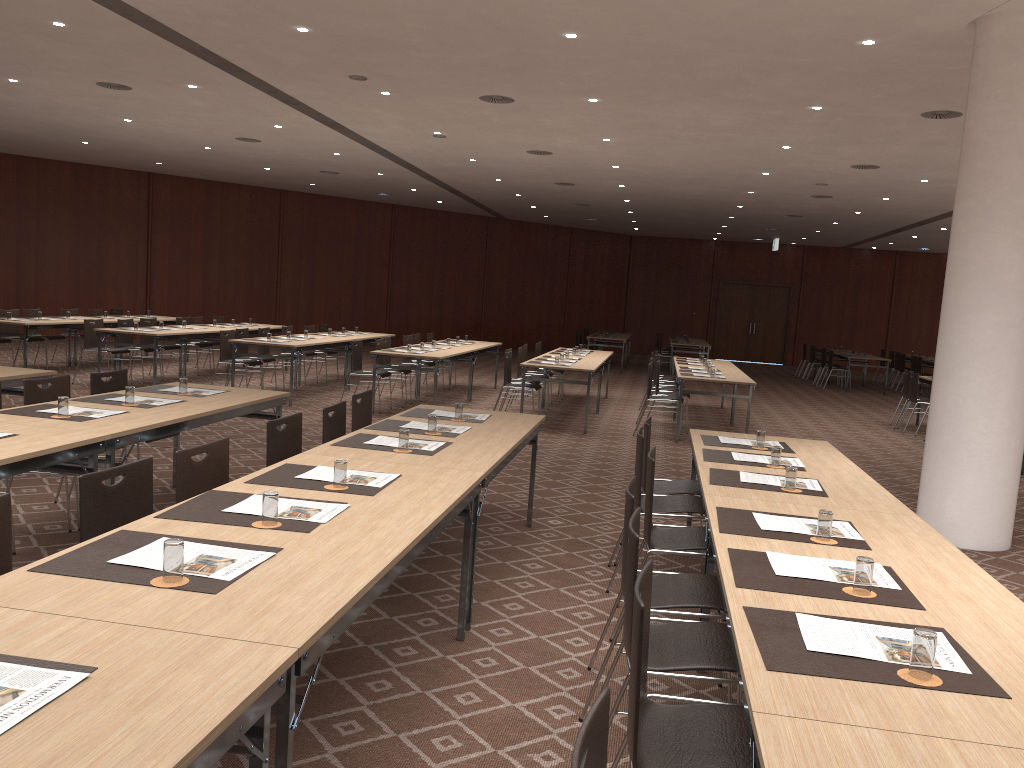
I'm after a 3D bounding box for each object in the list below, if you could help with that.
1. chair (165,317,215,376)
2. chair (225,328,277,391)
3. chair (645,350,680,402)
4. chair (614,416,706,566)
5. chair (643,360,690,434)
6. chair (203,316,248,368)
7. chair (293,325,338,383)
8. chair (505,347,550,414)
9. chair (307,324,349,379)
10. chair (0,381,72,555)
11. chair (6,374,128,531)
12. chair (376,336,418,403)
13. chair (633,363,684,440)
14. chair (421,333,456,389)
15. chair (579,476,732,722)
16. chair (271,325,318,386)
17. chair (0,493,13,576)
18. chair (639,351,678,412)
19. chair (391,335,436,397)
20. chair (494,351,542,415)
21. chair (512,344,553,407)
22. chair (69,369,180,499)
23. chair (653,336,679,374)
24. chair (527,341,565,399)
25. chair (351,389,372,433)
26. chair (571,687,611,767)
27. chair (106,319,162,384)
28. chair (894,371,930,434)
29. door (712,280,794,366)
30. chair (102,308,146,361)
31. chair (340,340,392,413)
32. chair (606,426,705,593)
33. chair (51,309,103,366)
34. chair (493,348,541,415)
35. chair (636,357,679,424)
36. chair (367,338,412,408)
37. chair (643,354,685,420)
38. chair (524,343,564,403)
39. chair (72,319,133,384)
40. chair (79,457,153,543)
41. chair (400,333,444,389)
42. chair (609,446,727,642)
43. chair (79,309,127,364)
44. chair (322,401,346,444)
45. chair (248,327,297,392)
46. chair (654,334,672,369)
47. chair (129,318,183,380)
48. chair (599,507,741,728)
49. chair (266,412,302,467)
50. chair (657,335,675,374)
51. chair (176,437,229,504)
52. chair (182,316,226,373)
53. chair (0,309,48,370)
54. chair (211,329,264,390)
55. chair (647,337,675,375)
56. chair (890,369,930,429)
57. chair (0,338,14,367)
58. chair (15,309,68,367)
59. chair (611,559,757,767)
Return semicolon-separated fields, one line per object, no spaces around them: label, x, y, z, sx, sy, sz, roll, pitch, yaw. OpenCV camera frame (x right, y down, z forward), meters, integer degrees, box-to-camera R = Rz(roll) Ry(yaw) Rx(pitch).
chair;-5.447;-0.649;15.057;0.613;0.940;0.535;5;6;10
chair;-3.857;-0.345;13.130;0.613;0.940;0.535;5;6;7
chair;2.599;-0.091;15.088;0.613;0.940;0.535;5;6;7
chair;1.043;0.719;5.908;0.613;0.940;0.535;5;6;11
chair;2.162;0.163;12.253;0.613;0.940;0.535;5;6;11
chair;-5.268;-0.768;16.369;0.613;0.940;0.535;5;6;8
chair;-3.372;-0.536;15.373;0.613;0.940;0.535;5;6;10
chair;0.262;-0.067;13.225;0.613;0.940;0.535;5;6;6
chair;-3.300;-0.599;16.053;0.613;0.940;0.535;5;6;12
chair;-3.120;0.480;5.399;0.613;0.940;0.535;5;6;8
chair;-2.988;0.432;5.969;0.613;0.940;0.535;5;6;11
chair;-1.779;-0.234;13.464;0.613;0.940;0.535;5;6;11
chair;1.951;0.210;11.629;0.613;0.940;0.535;5;6;12
chair;-1.306;-0.419;15.643;0.613;0.940;0.535;5;6;8
chair;0.644;0.906;3.761;0.613;0.940;0.535;5;6;8
chair;-3.589;-0.485;14.712;0.613;0.940;0.535;5;6;9
chair;-1.550;0.856;2.737;0.613;0.940;0.535;5;6;7
chair;2.439;-0.043;14.503;0.613;0.940;0.535;5;6;11
chair;-1.560;-0.312;14.398;0.613;0.940;0.535;5;6;11
chair;0.082;0.052;11.909;0.613;0.940;0.535;5;6;11
chair;0.349;-0.149;14.098;0.613;0.940;0.535;5;6;7
chair;-2.844;0.382;6.570;0.613;0.940;0.535;5;6;10
chair;3.869;-0.709;22.153;0.613;0.940;0.535;5;6;9
chair;0.620;-0.254;15.336;0.613;0.940;0.535;5;6;7
chair;-0.937;0.536;6.356;0.613;0.940;0.535;5;6;8
chair;0.274;1.099;1.576;0.613;0.940;0.535;5;6;12
chair;-5.718;-0.508;13.454;0.613;0.940;0.535;5;6;6
chair;6.397;0.301;13.830;0.613;0.940;0.535;5;6;8
door;8.088;-2.068;29.806;2.422;2.702;0.200;5;6;9
chair;-7.299;-0.940;16.667;0.613;0.940;0.535;5;6;8
chair;-1.995;-0.121;12.190;0.613;0.940;0.535;5;6;9
chair;0.920;0.763;5.388;0.613;0.940;0.535;5;6;7
chair;-7.521;-0.824;15.358;0.613;0.940;0.535;5;6;12
chair;0.086;-0.012;12.547;0.613;0.940;0.535;5;6;10
chair;2.153;0.106;12.816;0.613;0.940;0.535;5;6;11
chair;-1.781;-0.172;12.841;0.613;0.940;0.535;5;6;6
chair;2.372;0.027;13.751;0.613;0.940;0.535;5;6;8
chair;0.558;-0.196;14.715;0.613;0.940;0.535;5;6;8
chair;-5.924;-0.462;12.857;0.613;0.940;0.535;5;6;10
chair;-1.395;0.796;3.445;0.613;0.940;0.535;5;6;12
chair;-1.499;-0.380;15.117;0.613;0.940;0.535;5;6;11
chair;0.868;0.836;4.624;0.613;0.940;0.535;5;6;9
chair;-7.355;-0.875;15.978;0.613;0.940;0.535;5;6;7
chair;-0.985;0.607;5.616;0.613;0.940;0.535;5;6;7
chair;-3.695;-0.394;13.723;0.613;0.940;0.535;5;6;6
chair;4.046;-0.870;23.888;0.613;0.940;0.535;5;6;8
chair;-5.650;-0.569;14.114;0.613;0.940;0.535;5;6;11
chair;0.578;0.962;3.164;0.613;0.940;0.535;5;6;8
chair;-1.137;0.661;4.967;0.613;0.940;0.535;5;6;11
chair;3.910;-0.773;22.823;0.613;0.940;0.535;5;6;12
chair;-1.258;0.749;4.005;0.613;0.940;0.535;5;6;11
chair;-5.446;-0.711;15.677;0.613;0.940;0.535;5;6;11
chair;-7.678;-0.681;13.815;0.613;0.940;0.535;5;6;7
chair;-3.864;-0.280;12.471;0.613;0.940;0.535;5;6;8
chair;3.658;-0.669;21.604;0.613;0.940;0.535;5;6;12
chair;6.563;0.258;14.368;0.613;0.940;0.535;5;6;9
chair;-7.833;-0.626;13.159;0.613;0.940;0.535;5;6;11
chair;-7.674;-0.744;14.453;0.613;0.940;0.535;5;6;6
chair;0.505;1.025;2.482;0.613;0.940;0.535;5;6;12
